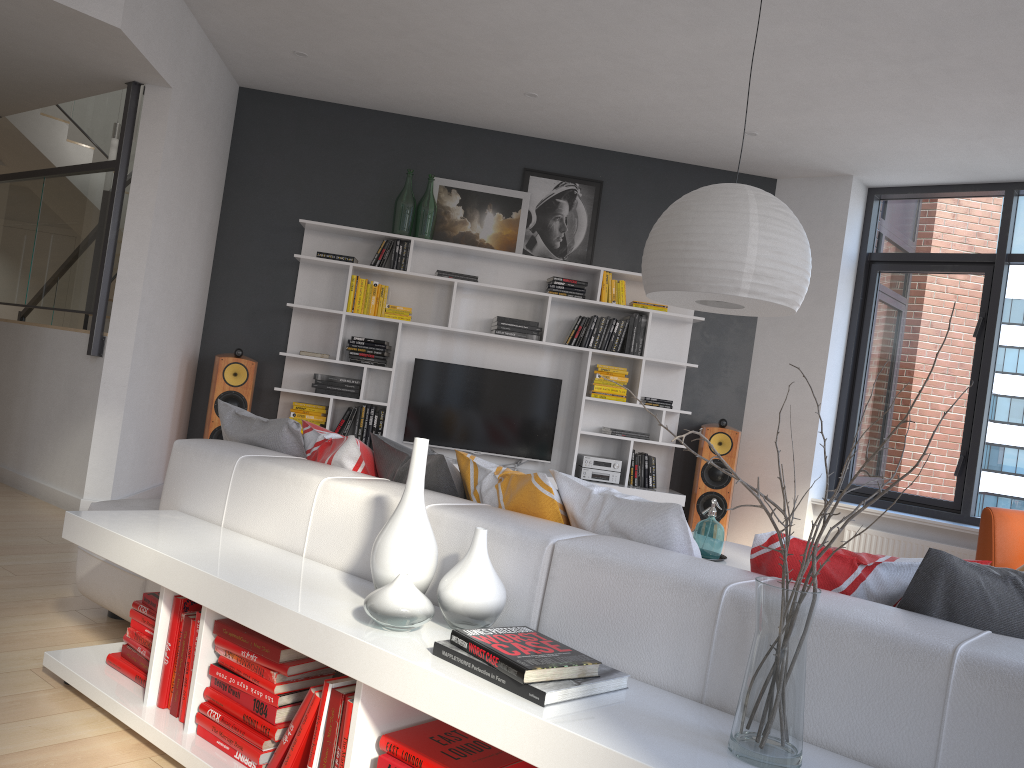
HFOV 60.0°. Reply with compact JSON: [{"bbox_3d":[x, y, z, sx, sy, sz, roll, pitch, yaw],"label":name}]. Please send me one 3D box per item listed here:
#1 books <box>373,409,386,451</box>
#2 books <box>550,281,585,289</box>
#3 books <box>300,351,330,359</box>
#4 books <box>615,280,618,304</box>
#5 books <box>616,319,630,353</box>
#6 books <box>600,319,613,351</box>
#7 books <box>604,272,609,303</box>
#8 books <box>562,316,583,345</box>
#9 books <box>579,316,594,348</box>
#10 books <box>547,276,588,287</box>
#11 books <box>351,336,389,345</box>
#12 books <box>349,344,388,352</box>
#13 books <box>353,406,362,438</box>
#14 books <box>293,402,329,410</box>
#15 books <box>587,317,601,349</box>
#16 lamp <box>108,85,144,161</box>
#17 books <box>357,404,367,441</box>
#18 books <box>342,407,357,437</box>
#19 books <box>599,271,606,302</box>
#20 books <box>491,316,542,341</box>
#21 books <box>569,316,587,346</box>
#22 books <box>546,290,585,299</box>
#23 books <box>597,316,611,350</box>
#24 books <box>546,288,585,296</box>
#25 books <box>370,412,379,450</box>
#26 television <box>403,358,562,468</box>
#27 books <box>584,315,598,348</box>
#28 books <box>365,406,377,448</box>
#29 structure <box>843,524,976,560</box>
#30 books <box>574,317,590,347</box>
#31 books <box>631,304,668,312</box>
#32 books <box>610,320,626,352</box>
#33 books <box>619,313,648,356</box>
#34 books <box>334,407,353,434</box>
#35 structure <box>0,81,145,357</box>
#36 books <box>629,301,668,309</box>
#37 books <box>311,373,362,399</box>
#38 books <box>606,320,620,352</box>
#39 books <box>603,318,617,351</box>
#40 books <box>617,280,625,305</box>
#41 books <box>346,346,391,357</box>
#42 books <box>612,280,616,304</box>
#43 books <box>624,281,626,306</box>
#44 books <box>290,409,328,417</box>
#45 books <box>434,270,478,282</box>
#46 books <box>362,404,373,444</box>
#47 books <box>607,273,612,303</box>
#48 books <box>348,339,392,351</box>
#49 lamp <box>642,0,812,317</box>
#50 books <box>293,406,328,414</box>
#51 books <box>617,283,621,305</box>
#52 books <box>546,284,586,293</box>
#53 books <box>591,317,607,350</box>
[{"bbox_3d":[-0.956,0.335,6.458,0.051,0.297,0.230,8,-1,-5],"label":"books"},{"bbox_3d":[0.409,-0.727,6.585,0.246,0.026,0.180,8,-1,-3],"label":"books"},{"bbox_3d":[-1.423,-0.208,6.402,0.209,0.030,0.266,8,-1,-12],"label":"books"},{"bbox_3d":[0.761,-0.671,6.559,0.044,0.178,0.128,8,-1,-6],"label":"books"},{"bbox_3d":[0.806,-0.351,6.608,0.066,0.260,0.197,8,-1,-5],"label":"books"},{"bbox_3d":[0.688,-0.358,6.571,0.069,0.242,0.172,8,-1,-4],"label":"books"},{"bbox_3d":[0.682,-0.706,6.572,0.041,0.224,0.163,8,-1,-7],"label":"books"},{"bbox_3d":[0.446,-0.390,6.573,0.104,0.234,0.182,8,-1,-5],"label":"books"},{"bbox_3d":[0.547,-0.379,6.561,0.069,0.242,0.172,8,-1,-4],"label":"books"},{"bbox_3d":[0.409,-0.754,6.597,0.266,0.030,0.209,8,-1,-12],"label":"books"},{"bbox_3d":[-1.027,-0.312,6.442,0.246,0.026,0.180,8,-1,2],"label":"books"},{"bbox_3d":[-1.041,-0.259,6.448,0.264,0.020,0.189,8,-1,-2],"label":"books"},{"bbox_3d":[-1.121,0.311,6.439,0.028,0.301,0.213,8,-1,-5],"label":"books"},{"bbox_3d":[-1.460,0.159,6.456,0.234,0.024,0.171,8,-1,-1],"label":"books"},{"bbox_3d":[0.594,-0.372,6.585,0.068,0.243,0.179,8,-1,-7],"label":"books"},{"bbox_3d":[-3.211,-4.559,7.974,0.359,6.725,0.359,8,-1,31],"label":"lamp"},{"bbox_3d":[-1.089,0.308,6.447,0.034,0.314,0.237,8,-1,-5],"label":"books"},{"bbox_3d":[-1.186,0.305,6.431,0.100,0.289,0.210,8,-1,-6],"label":"books"},{"bbox_3d":[0.662,-0.711,6.551,0.041,0.229,0.161,8,-1,-6],"label":"books"},{"bbox_3d":[0.029,-0.402,6.568,0.343,0.137,0.277,8,-1,-10],"label":"books"},{"bbox_3d":[0.479,-0.384,6.581,0.096,0.234,0.187,8,-1,-5],"label":"books"},{"bbox_3d":[0.392,-0.650,6.587,0.284,0.030,0.214,8,-1,-2],"label":"books"},{"bbox_3d":[0.665,-0.371,6.598,0.066,0.260,0.197,8,-1,-5],"label":"books"},{"bbox_3d":[0.394,-0.675,6.591,0.264,0.020,0.189,8,-1,-7],"label":"books"},{"bbox_3d":[-0.997,0.341,6.452,0.028,0.272,0.200,8,-1,-5],"label":"books"},{"bbox_3d":[-0.219,0.237,6.563,1.102,0.704,0.207,8,-1,-5],"label":"television"},{"bbox_3d":[0.568,-0.383,6.589,0.075,0.254,0.192,8,-1,-6],"label":"books"},{"bbox_3d":[-1.028,0.317,6.456,0.034,0.315,0.239,8,-1,-5],"label":"books"},{"bbox_3d":[2.948,1.313,5.927,1.474,0.460,0.110,8,-1,40],"label":"structure"},{"bbox_3d":[0.511,-0.380,6.570,0.081,0.233,0.169,8,-1,-6],"label":"books"},{"bbox_3d":[1.017,-0.557,6.627,0.257,0.028,0.194,8,-1,0],"label":"books"},{"bbox_3d":[0.772,-0.351,6.604,0.084,0.249,0.191,8,-1,-5],"label":"books"},{"bbox_3d":[0.903,-0.362,6.645,0.128,0.321,0.259,8,-1,-5],"label":"books"},{"bbox_3d":[-1.239,0.301,6.444,0.142,0.284,0.232,8,-1,-5],"label":"books"},{"bbox_3d":[-2.887,-1.482,7.462,4.190,4.339,2.823,8,-1,40],"label":"structure"},{"bbox_3d":[1.017,-0.583,6.635,0.257,0.024,0.203,8,-1,-2],"label":"books"},{"bbox_3d":[-1.268,0.016,6.449,0.343,0.137,0.277,8,-1,-5],"label":"books"},{"bbox_3d":[0.735,-0.354,6.589,0.071,0.243,0.179,8,-1,-6],"label":"books"},{"bbox_3d":[0.709,-0.362,6.600,0.075,0.254,0.192,8,-1,-6],"label":"books"},{"bbox_3d":[0.803,-0.668,6.566,0.064,0.184,0.141,8,-1,-4],"label":"books"},{"bbox_3d":[-1.043,-0.234,6.445,0.284,0.030,0.214,8,-1,3],"label":"books"},{"bbox_3d":[0.740,-0.675,6.564,0.054,0.180,0.132,8,-1,-5],"label":"books"},{"bbox_3d":[0.825,-0.665,6.576,0.044,0.184,0.142,8,-1,-4],"label":"books"},{"bbox_3d":[-1.463,0.207,6.436,0.238,0.023,0.167,8,-1,10],"label":"books"},{"bbox_3d":[-0.414,-0.777,6.507,0.310,0.047,0.250,8,-1,-10],"label":"books"},{"bbox_3d":[-1.056,0.306,6.454,0.026,0.326,0.237,8,-1,-5],"label":"books"},{"bbox_3d":[0.711,-0.702,6.583,0.054,0.224,0.164,8,-1,-6],"label":"books"},{"bbox_3d":[-1.034,-0.284,6.469,0.284,0.030,0.214,8,-1,3],"label":"books"},{"bbox_3d":[1.107,-0.114,1.978,0.710,2.647,3.199,8,-1,-14],"label":"lamp"},{"bbox_3d":[-1.451,0.184,6.433,0.234,0.024,0.171,8,-1,-1],"label":"books"},{"bbox_3d":[0.779,-0.660,6.549,0.046,0.161,0.108,8,-1,-6],"label":"books"},{"bbox_3d":[0.399,-0.700,6.611,0.284,0.030,0.214,8,-1,-2],"label":"books"},{"bbox_3d":[0.631,-0.371,6.594,0.084,0.249,0.191,8,-1,-5],"label":"books"}]
